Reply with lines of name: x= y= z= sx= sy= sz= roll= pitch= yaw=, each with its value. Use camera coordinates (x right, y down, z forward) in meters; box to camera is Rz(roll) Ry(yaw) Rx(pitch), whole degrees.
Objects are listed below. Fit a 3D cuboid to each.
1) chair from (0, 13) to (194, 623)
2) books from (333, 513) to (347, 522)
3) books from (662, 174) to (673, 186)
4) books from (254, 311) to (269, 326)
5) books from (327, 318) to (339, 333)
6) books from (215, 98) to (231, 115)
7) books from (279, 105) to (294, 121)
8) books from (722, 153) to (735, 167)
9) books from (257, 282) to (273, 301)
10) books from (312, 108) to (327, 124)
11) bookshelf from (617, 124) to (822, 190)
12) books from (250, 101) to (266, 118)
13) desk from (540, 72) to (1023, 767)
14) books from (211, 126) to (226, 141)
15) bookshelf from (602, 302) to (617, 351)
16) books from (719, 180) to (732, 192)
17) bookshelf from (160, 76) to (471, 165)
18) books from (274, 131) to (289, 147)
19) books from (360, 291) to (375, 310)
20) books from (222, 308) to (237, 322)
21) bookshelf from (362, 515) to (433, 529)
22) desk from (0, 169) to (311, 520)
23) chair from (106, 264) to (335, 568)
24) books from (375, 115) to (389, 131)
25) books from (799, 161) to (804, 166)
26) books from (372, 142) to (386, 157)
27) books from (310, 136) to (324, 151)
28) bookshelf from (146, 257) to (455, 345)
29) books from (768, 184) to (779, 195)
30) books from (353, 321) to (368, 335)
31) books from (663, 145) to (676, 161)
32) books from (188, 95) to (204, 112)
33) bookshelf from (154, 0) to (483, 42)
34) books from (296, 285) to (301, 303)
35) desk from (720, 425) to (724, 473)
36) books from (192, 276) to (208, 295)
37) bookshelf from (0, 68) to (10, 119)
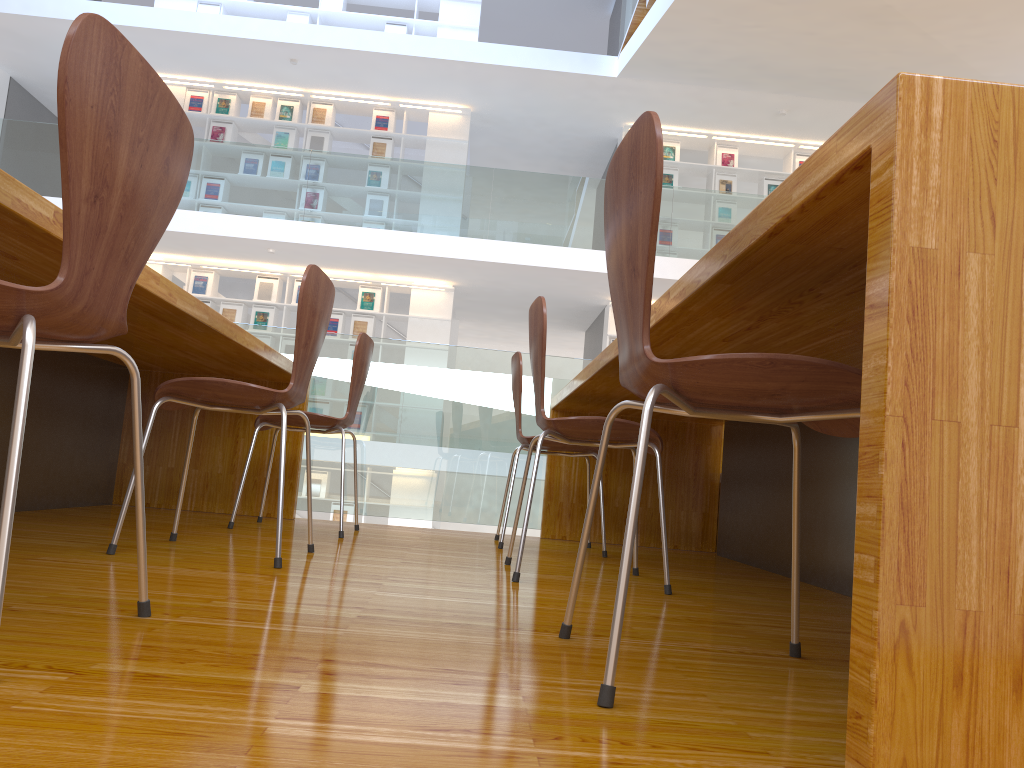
chair: x=-0.654 y=-0.055 z=1.069 sx=0.381 sy=0.693 sz=0.428 roll=5 pitch=-6 yaw=-2
books: x=-1.848 y=1.459 z=9.502 sx=0.145 sy=0.210 sz=0.037 roll=5 pitch=-6 yaw=-2
books: x=1.768 y=-2.302 z=10.137 sx=0.145 sy=0.210 sz=0.037 roll=5 pitch=-6 yaw=-2
books: x=-2.739 y=-0.685 z=9.681 sx=0.145 sy=0.210 sz=0.037 roll=5 pitch=-6 yaw=-2
books: x=-1.982 y=-0.619 z=9.714 sx=0.145 sy=0.210 sz=0.037 roll=5 pitch=-6 yaw=-2
books: x=-3.228 y=-3.091 z=9.910 sx=0.145 sy=0.210 sz=0.037 roll=5 pitch=-6 yaw=-2
books: x=-2.531 y=-3.024 z=9.941 sx=0.145 sy=0.210 sz=0.037 roll=5 pitch=-6 yaw=-2
books: x=2.484 y=-2.553 z=10.202 sx=0.145 sy=0.210 sz=0.037 roll=5 pitch=-6 yaw=-2
books: x=-2.703 y=-1.012 z=9.717 sx=0.145 sy=0.210 sz=0.037 roll=5 pitch=-6 yaw=-2
books: x=-2.167 y=-2.998 z=9.956 sx=0.145 sy=0.210 sz=0.037 roll=5 pitch=-6 yaw=-2
bookshelf: x=2.671 y=-1.914 z=10.178 sx=2.984 sy=1.836 sz=0.498 roll=5 pitch=-6 yaw=-2
books: x=-2.845 y=-3.060 z=9.929 sx=0.145 sy=0.210 sz=0.037 roll=5 pitch=-6 yaw=-2
desk: x=0.608 y=0.225 z=2.233 sx=0.760 sy=0.606 sz=3.356 roll=5 pitch=-6 yaw=-2
books: x=-3.276 y=-2.768 z=9.877 sx=0.145 sy=0.210 sz=0.037 roll=5 pitch=-6 yaw=-2
bookshelf: x=2.495 y=0.113 z=9.956 sx=2.984 sy=1.836 sz=0.498 roll=5 pitch=-6 yaw=-2
books: x=2.450 y=-2.237 z=10.164 sx=0.145 sy=0.210 sz=0.037 roll=5 pitch=-6 yaw=-2
bookshelf: x=-2.368 y=-2.373 z=9.981 sx=3.666 sy=1.836 sz=0.498 roll=5 pitch=-6 yaw=-2
books: x=-2.573 y=-2.715 z=9.903 sx=0.145 sy=0.210 sz=0.037 roll=5 pitch=-6 yaw=-2
books: x=-1.588 y=-0.910 z=9.761 sx=0.145 sy=0.210 sz=0.037 roll=5 pitch=-6 yaw=-2
books: x=-3.093 y=-0.717 z=9.670 sx=0.145 sy=0.210 sz=0.037 roll=5 pitch=-6 yaw=-2
bookshelf: x=-2.723 y=1.701 z=9.586 sx=3.666 sy=1.836 sz=0.397 roll=5 pitch=-6 yaw=-2
desk: x=-1.427 y=0.238 z=2.044 sx=1.248 sy=1.022 sz=3.216 roll=5 pitch=-6 yaw=-2
chair: x=-0.670 y=0.064 z=2.169 sx=0.381 sy=0.693 sz=0.428 roll=5 pitch=-6 yaw=-2
books: x=-1.465 y=-2.920 z=9.982 sx=0.145 sy=0.210 sz=0.037 roll=5 pitch=-6 yaw=-2
books: x=3.388 y=-2.470 z=10.238 sx=0.145 sy=0.210 sz=0.037 roll=5 pitch=-6 yaw=-2
books: x=-1.492 y=-2.608 z=9.948 sx=0.145 sy=0.210 sz=0.037 roll=5 pitch=-6 yaw=-2
books: x=-2.184 y=-2.670 z=9.917 sx=0.145 sy=0.210 sz=0.037 roll=5 pitch=-6 yaw=-2
bookshelf: x=-2.544 y=-0.346 z=9.759 sx=3.666 sy=1.836 sz=0.498 roll=5 pitch=-6 yaw=-2
books: x=3.013 y=-2.190 z=10.190 sx=0.145 sy=0.210 sz=0.037 roll=5 pitch=-6 yaw=-2
books: x=-1.668 y=-0.587 z=9.726 sx=0.145 sy=0.210 sz=0.037 roll=5 pitch=-6 yaw=-2
books: x=1.801 y=-2.631 z=10.176 sx=0.145 sy=0.210 sz=0.037 roll=5 pitch=-6 yaw=-2
books: x=-3.528 y=-3.120 z=9.901 sx=0.145 sy=0.210 sz=0.037 roll=5 pitch=-6 yaw=-2
bookshelf: x=-2.195 y=-4.368 z=10.200 sx=3.666 sy=1.836 sz=0.498 roll=5 pitch=-6 yaw=-2
books: x=-2.285 y=-0.975 z=9.734 sx=0.145 sy=0.210 sz=0.037 roll=5 pitch=-6 yaw=-2
desk: x=2.568 y=0.364 z=5.822 sx=3.196 sy=0.757 sz=1.248 roll=5 pitch=-6 yaw=-2
books: x=-3.408 y=-1.078 z=9.689 sx=0.145 sy=0.210 sz=0.037 roll=5 pitch=-6 yaw=-2
bookshelf: x=-7.310 y=-2.824 z=9.782 sx=2.984 sy=1.836 sz=0.498 roll=5 pitch=-6 yaw=-2
